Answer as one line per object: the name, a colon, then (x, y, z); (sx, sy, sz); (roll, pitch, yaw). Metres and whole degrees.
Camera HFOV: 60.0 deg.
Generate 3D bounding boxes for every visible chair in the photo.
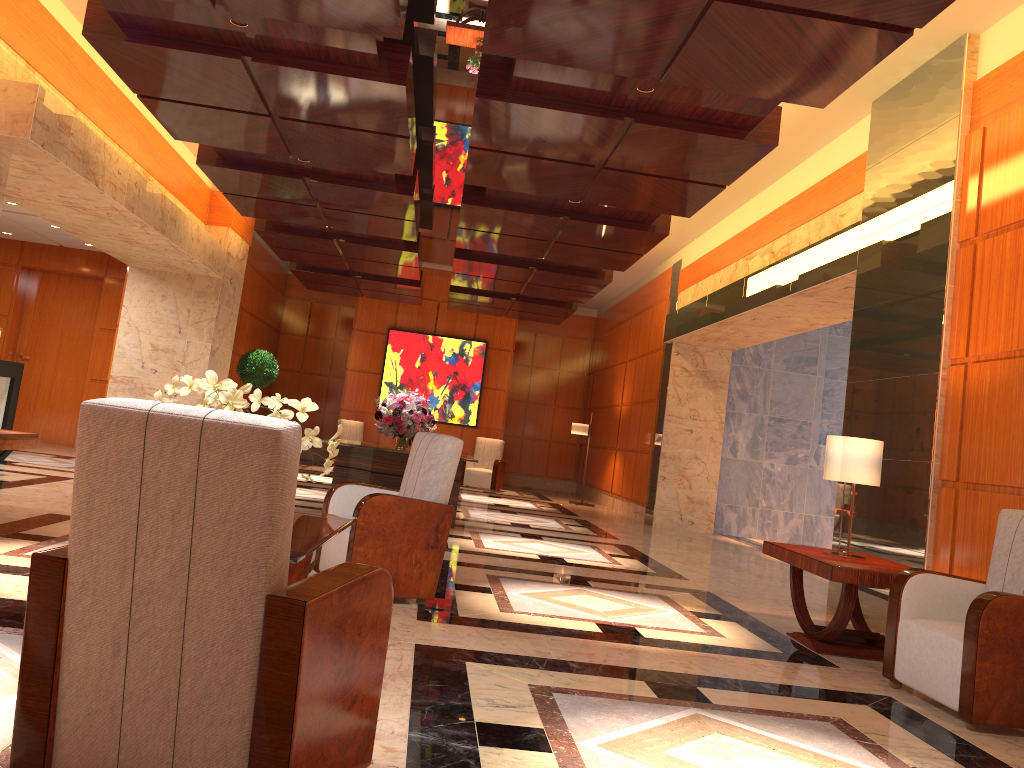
chair: (-0.533, 1.503, 16.796); (0.738, 0.964, 0.625); (6, -5, 14)
chair: (-2.937, 1.179, 16.602); (0.629, 0.964, 0.734); (2, -7, 44)
chair: (-0.734, 0.743, 5.283); (0.627, 0.964, 0.737); (10, -6, -26)
chair: (2.275, 1.065, 4.218); (0.628, 0.964, 0.735); (8, -5, -6)
chair: (-0.757, 0.550, 2.302); (0.738, 0.964, 0.625); (6, -5, 14)

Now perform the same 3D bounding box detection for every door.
door: (-7.185, -0.419, 13.846); (1.285, 2.707, 0.339); (8, -6, -4)

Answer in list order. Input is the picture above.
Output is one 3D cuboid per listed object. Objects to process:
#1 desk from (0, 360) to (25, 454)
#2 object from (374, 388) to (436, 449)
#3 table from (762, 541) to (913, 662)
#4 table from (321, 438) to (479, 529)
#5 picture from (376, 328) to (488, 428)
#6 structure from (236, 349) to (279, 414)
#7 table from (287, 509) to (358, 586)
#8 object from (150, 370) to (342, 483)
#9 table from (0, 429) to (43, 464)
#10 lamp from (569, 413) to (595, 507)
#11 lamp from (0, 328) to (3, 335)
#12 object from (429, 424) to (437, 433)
desk: (-6.487, 0.175, 9.519); (0.941, 1.145, 2.917); (8, -4, -5)
object: (-1.147, 0.363, 9.518); (0.649, 0.661, 0.678); (9, -5, -13)
table: (2.038, 1.330, 5.363); (0.724, 0.536, 1.164); (8, -4, -2)
table: (-1.240, 1.060, 9.465); (1.599, 0.748, 1.595); (8, -4, -5)
picture: (-1.567, -0.118, 17.491); (1.995, 1.743, 0.056); (8, -6, -4)
structure: (-4.351, 0.247, 14.888); (0.719, 1.719, 0.721); (10, -6, -27)
table: (-1.148, 0.838, 3.740); (0.722, 0.498, 1.555); (8, -4, -2)
object: (-1.121, 0.273, 3.676); (0.786, 0.620, 0.417); (10, -6, -27)
table: (-3.629, 0.572, 5.537); (0.725, 0.609, 1.266); (8, -4, -4)
lamp: (1.265, 1.328, 15.835); (0.526, 1.667, 0.359); (9, -6, -15)
lamp: (-3.458, -0.126, 5.481); (0.459, 0.813, 0.457); (7, -5, 4)
object: (-1.451, 0.903, 14.754); (0.351, 0.598, 0.325); (6, -6, 15)
